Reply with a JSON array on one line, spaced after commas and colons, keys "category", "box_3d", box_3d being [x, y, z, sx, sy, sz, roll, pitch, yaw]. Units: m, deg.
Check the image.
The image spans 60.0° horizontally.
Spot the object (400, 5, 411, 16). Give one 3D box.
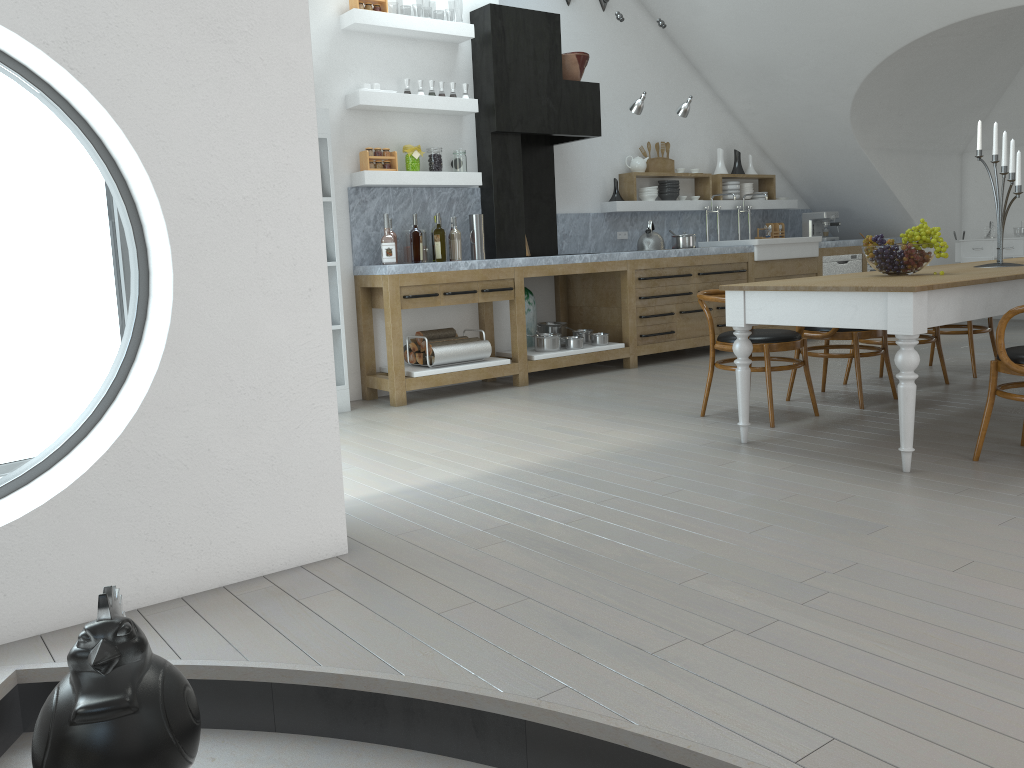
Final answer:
[{"category": "object", "box_3d": [-0.756, -2.637, 6.302, 0.077, 0.085, 0.077, -3, 8, -4]}]

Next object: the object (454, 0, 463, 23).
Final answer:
[{"category": "object", "box_3d": [-0.391, -2.738, 6.512, 0.063, 0.186, 0.063, 0, 8, 22]}]

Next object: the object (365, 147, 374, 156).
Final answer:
[{"category": "object", "box_3d": [-1.003, -1.627, 6.236, 0.059, 0.075, 0.059, -5, 8, -13]}]

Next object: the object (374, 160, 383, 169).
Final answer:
[{"category": "object", "box_3d": [-0.946, -1.550, 6.286, 0.059, 0.075, 0.059, -5, 8, -13]}]

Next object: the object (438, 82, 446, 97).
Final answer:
[{"category": "object", "box_3d": [-0.519, -2.163, 6.533, 0.068, 0.124, 0.064, -9, 10, -42]}]

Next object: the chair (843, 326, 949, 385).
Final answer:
[{"category": "chair", "box_3d": [2.545, -0.362, 5.986, 0.528, 0.732, 0.622, -8, 9, -33]}]

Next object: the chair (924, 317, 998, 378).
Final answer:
[{"category": "chair", "box_3d": [3.129, -0.453, 6.405, 0.528, 0.732, 0.622, -9, 10, -39]}]

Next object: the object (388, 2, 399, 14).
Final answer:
[{"category": "object", "box_3d": [-0.839, -2.640, 6.276, 0.082, 0.105, 0.082, 0, 8, 22]}]

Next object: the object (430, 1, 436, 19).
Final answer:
[{"category": "object", "box_3d": [-0.581, -2.719, 6.508, 0.048, 0.169, 0.048, -7, 8, -28]}]

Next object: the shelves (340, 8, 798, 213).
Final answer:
[{"category": "shelves", "box_3d": [0.915, -2.249, 8.009, 5.563, 1.357, 0.480, -10, 10, -42]}]

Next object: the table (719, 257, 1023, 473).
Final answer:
[{"category": "table", "box_3d": [2.688, -0.261, 5.026, 3.355, 0.796, 1.020, -9, 10, -36]}]

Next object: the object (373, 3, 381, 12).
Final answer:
[{"category": "object", "box_3d": [-0.944, -2.621, 6.198, 0.059, 0.075, 0.059, -5, 8, -13]}]

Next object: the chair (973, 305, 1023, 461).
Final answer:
[{"category": "chair", "box_3d": [2.363, -0.016, 3.736, 0.528, 0.732, 0.622, -8, 9, -33]}]

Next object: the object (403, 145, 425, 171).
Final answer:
[{"category": "object", "box_3d": [-0.727, -1.632, 6.421, 0.164, 0.198, 0.128, -9, 10, -41]}]

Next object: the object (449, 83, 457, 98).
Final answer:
[{"category": "object", "box_3d": [-0.439, -2.174, 6.582, 0.068, 0.124, 0.064, -9, 10, -42]}]

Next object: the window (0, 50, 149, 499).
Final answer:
[{"category": "window", "box_3d": [-1.796, -0.313, 2.484, 1.473, 1.465, 0.104, -8, 9, -36]}]

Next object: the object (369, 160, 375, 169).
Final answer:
[{"category": "object", "box_3d": [-0.999, -1.542, 6.247, 0.059, 0.075, 0.059, -5, 8, -13]}]

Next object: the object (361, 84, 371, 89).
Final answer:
[{"category": "object", "box_3d": [-1.016, -2.055, 6.177, 0.058, 0.061, 0.057, -8, 10, -37]}]

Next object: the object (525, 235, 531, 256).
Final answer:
[{"category": "object", "box_3d": [0.074, -1.280, 7.465, 0.148, 0.426, 0.079, -3, 7, -1]}]

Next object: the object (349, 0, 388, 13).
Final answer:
[{"category": "object", "box_3d": [-0.996, -2.636, 6.156, 0.237, 0.145, 0.120, -9, 10, -36]}]

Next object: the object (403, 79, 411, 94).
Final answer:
[{"category": "object", "box_3d": [-0.753, -2.126, 6.362, 0.068, 0.124, 0.064, -9, 10, -42]}]

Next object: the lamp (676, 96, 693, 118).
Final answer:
[{"category": "lamp", "box_3d": [1.501, -2.394, 7.674, 0.112, 0.176, 0.169, -10, 10, -44]}]

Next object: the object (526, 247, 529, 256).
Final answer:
[{"category": "object", "box_3d": [0.069, -1.205, 7.280, 0.148, 0.335, 0.081, 4, 10, 43]}]

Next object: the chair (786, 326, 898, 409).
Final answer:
[{"category": "chair", "box_3d": [1.999, -0.264, 5.508, 0.528, 0.732, 0.622, -9, 10, -39]}]

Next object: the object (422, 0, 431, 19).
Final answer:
[{"category": "object", "box_3d": [-0.613, -2.702, 6.348, 0.063, 0.186, 0.063, 0, 8, 22]}]

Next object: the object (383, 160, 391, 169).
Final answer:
[{"category": "object", "box_3d": [-0.892, -1.559, 6.326, 0.059, 0.075, 0.059, -5, 8, -13]}]

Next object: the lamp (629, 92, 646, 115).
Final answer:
[{"category": "lamp", "box_3d": [1.036, -2.317, 7.336, 0.115, 0.177, 0.165, -5, 8, -18]}]

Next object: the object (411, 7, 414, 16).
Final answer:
[{"category": "object", "box_3d": [-0.739, -2.655, 6.391, 0.094, 0.093, 0.094, -3, 8, -4]}]

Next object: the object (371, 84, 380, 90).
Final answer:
[{"category": "object", "box_3d": [-0.956, -2.070, 6.219, 0.054, 0.071, 0.054, -8, 9, -37]}]

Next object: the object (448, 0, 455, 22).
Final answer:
[{"category": "object", "box_3d": [-0.442, -2.737, 6.550, 0.054, 0.178, 0.054, 1, 8, 30]}]

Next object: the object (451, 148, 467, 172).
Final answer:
[{"category": "object", "box_3d": [-0.397, -1.676, 6.670, 0.103, 0.177, 0.208, -5, 8, -14]}]

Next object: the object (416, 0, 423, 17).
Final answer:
[{"category": "object", "box_3d": [-0.664, -2.702, 6.386, 0.054, 0.178, 0.054, 1, 8, 30]}]

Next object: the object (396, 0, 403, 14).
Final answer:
[{"category": "object", "box_3d": [-0.803, -2.684, 6.344, 0.048, 0.169, 0.048, -7, 8, -28]}]

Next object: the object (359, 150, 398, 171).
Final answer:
[{"category": "object", "box_3d": [-0.945, -1.574, 6.284, 0.237, 0.145, 0.120, -9, 10, -36]}]

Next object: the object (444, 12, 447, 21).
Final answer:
[{"category": "object", "box_3d": [-0.517, -2.691, 6.555, 0.094, 0.093, 0.094, -3, 8, -4]}]

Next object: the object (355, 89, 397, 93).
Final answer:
[{"category": "object", "box_3d": [-0.954, -2.043, 6.222, 0.295, 0.024, 0.113, -9, 10, -36]}]

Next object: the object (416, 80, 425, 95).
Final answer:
[{"category": "object", "box_3d": [-0.663, -2.140, 6.428, 0.068, 0.124, 0.064, -9, 10, -42]}]

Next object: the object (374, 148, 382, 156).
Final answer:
[{"category": "object", "box_3d": [-0.950, -1.635, 6.276, 0.059, 0.075, 0.059, -5, 8, -13]}]

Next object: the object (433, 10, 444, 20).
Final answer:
[{"category": "object", "box_3d": [-0.534, -2.673, 6.466, 0.077, 0.085, 0.077, -3, 8, -4]}]

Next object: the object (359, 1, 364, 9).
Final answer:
[{"category": "object", "box_3d": [-1.051, -2.603, 6.119, 0.059, 0.075, 0.059, -5, 8, -13]}]

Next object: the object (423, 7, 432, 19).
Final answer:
[{"category": "object", "box_3d": [-0.617, -2.675, 6.440, 0.082, 0.105, 0.082, 0, 8, 22]}]

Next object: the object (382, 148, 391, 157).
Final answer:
[{"category": "object", "box_3d": [-0.896, -1.644, 6.316, 0.059, 0.075, 0.059, -5, 8, -13]}]

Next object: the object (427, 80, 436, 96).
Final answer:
[{"category": "object", "box_3d": [-0.586, -2.149, 6.466, 0.068, 0.124, 0.064, -9, 10, -42]}]

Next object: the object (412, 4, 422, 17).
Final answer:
[{"category": "object", "box_3d": [-0.677, -2.651, 6.324, 0.071, 0.098, 0.071, 0, 8, 18]}]

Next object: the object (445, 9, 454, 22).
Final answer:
[{"category": "object", "box_3d": [-0.455, -2.686, 6.488, 0.071, 0.098, 0.071, 0, 8, 18]}]

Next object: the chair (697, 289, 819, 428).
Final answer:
[{"category": "chair", "box_3d": [1.383, -0.178, 5.129, 0.528, 0.732, 0.622, -8, 9, -36]}]

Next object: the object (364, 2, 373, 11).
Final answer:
[{"category": "object", "box_3d": [-0.997, -2.612, 6.159, 0.059, 0.075, 0.059, -5, 8, -13]}]

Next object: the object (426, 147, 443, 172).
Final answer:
[{"category": "object", "box_3d": [-0.568, -1.651, 6.541, 0.120, 0.182, 0.120, -6, 8, -21]}]

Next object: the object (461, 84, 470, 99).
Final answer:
[{"category": "object", "box_3d": [-0.350, -2.188, 6.647, 0.068, 0.124, 0.064, -9, 10, -42]}]
